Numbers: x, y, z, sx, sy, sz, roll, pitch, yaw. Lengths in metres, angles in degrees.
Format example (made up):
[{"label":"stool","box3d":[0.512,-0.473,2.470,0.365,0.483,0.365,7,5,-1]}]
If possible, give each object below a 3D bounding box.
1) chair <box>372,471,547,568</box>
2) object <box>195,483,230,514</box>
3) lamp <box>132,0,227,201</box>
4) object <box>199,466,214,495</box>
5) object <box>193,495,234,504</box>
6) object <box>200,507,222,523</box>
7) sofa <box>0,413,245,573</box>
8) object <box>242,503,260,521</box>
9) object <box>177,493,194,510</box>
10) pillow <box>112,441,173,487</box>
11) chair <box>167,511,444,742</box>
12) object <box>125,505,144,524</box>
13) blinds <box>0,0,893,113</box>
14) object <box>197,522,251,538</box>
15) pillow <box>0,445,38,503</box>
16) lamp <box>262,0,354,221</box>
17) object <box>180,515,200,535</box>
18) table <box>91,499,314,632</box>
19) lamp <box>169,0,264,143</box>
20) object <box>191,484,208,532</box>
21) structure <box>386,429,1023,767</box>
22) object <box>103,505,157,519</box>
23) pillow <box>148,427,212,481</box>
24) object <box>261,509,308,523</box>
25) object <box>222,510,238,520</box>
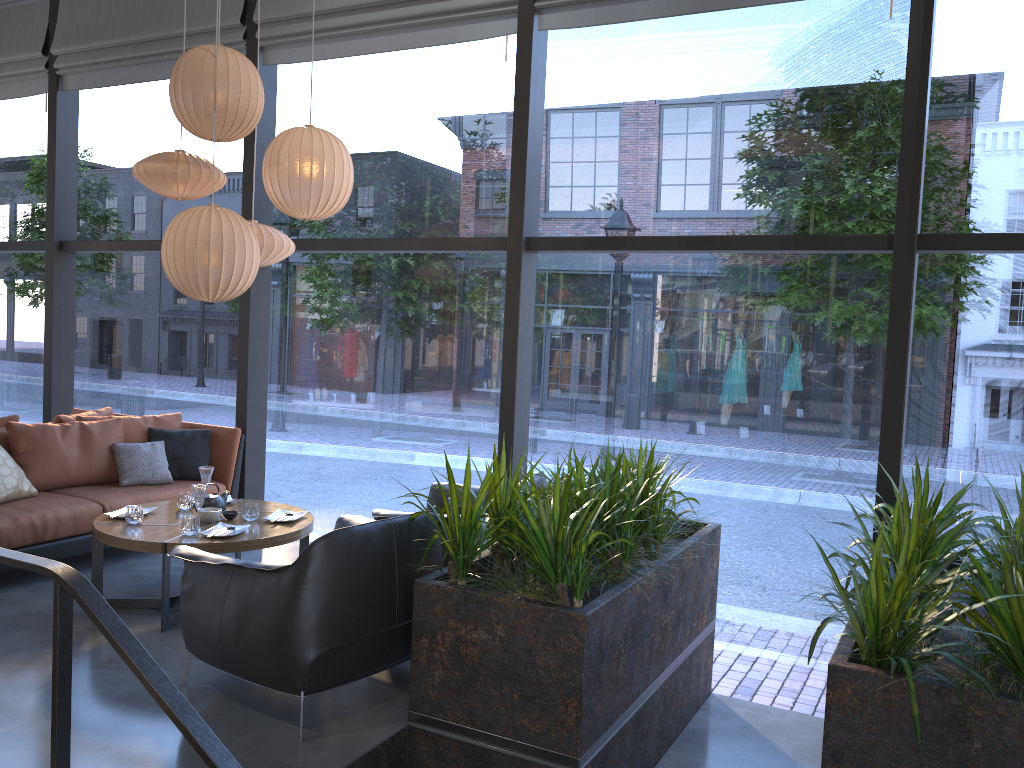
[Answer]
[{"label":"chair","box3d":[-0.232,0.827,4.709,0.833,0.743,1.030,3,3,13]},{"label":"object","box3d":[-1.604,0.615,4.728,0.163,0.179,0.168,2,3,-7]},{"label":"lamp","box3d":[-1.711,-2.108,4.641,0.467,2.271,0.467,2,3,-10]},{"label":"object","box3d":[-1.698,0.575,4.919,0.082,0.227,0.082,3,3,9]},{"label":"object","box3d":[-1.742,0.668,5.053,0.294,0.025,0.170,1,4,-27]},{"label":"object","box3d":[-1.563,0.683,4.590,0.116,0.065,0.116,1,4,-33]},{"label":"sofa","box3d":[-2.716,0.641,5.311,0.864,0.811,2.226,4,4,27]},{"label":"object","box3d":[-1.376,0.676,4.676,0.086,0.086,0.086,5,4,31]},{"label":"object","box3d":[-1.791,0.645,4.867,0.086,0.086,0.086,1,4,-25]},{"label":"pillow","box3d":[-2.375,0.512,5.699,0.332,0.263,0.203,0,5,-43]},{"label":"chair","box3d":[-0.771,0.862,3.656,0.833,0.743,1.030,5,4,34]},{"label":"object","box3d":[-1.909,0.661,4.487,0.086,0.086,0.086,5,4,31]},{"label":"blinds","box3d":[-4.342,-3.141,3.506,17.610,2.314,8.760,2,4,-19]},{"label":"object","box3d":[-1.417,0.724,4.339,0.170,0.025,0.294,3,3,8]},{"label":"pillow","box3d":[-2.907,0.502,4.966,0.289,0.311,0.393,3,3,8]},{"label":"lamp","box3d":[-1.474,-2.252,1.330,0.468,3.124,6.999,3,3,8]},{"label":"object","box3d":[-1.565,0.688,4.310,0.086,0.086,0.086,5,4,31]},{"label":"table","box3d":[-1.720,1.369,1.545,10.659,0.968,6.876,4,4,28]},{"label":"lamp","box3d":[-1.477,-2.439,4.523,0.465,2.374,0.465,0,4,-40]},{"label":"object","box3d":[-1.549,0.613,4.390,0.082,0.227,0.082,1,4,-20]},{"label":"structure","box3d":[-5.030,0.890,1.588,15.715,1.608,4.306,1,4,-24]},{"label":"object","box3d":[-2.013,0.678,4.645,0.170,0.025,0.294,3,3,8]},{"label":"pillow","box3d":[-2.235,0.471,5.944,0.418,0.345,0.242,1,4,-22]},{"label":"object","box3d":[-1.220,0.711,4.720,0.170,0.025,0.294,3,3,8]},{"label":"object","box3d":[-1.482,0.694,4.664,0.080,0.042,0.080,3,3,12]}]
